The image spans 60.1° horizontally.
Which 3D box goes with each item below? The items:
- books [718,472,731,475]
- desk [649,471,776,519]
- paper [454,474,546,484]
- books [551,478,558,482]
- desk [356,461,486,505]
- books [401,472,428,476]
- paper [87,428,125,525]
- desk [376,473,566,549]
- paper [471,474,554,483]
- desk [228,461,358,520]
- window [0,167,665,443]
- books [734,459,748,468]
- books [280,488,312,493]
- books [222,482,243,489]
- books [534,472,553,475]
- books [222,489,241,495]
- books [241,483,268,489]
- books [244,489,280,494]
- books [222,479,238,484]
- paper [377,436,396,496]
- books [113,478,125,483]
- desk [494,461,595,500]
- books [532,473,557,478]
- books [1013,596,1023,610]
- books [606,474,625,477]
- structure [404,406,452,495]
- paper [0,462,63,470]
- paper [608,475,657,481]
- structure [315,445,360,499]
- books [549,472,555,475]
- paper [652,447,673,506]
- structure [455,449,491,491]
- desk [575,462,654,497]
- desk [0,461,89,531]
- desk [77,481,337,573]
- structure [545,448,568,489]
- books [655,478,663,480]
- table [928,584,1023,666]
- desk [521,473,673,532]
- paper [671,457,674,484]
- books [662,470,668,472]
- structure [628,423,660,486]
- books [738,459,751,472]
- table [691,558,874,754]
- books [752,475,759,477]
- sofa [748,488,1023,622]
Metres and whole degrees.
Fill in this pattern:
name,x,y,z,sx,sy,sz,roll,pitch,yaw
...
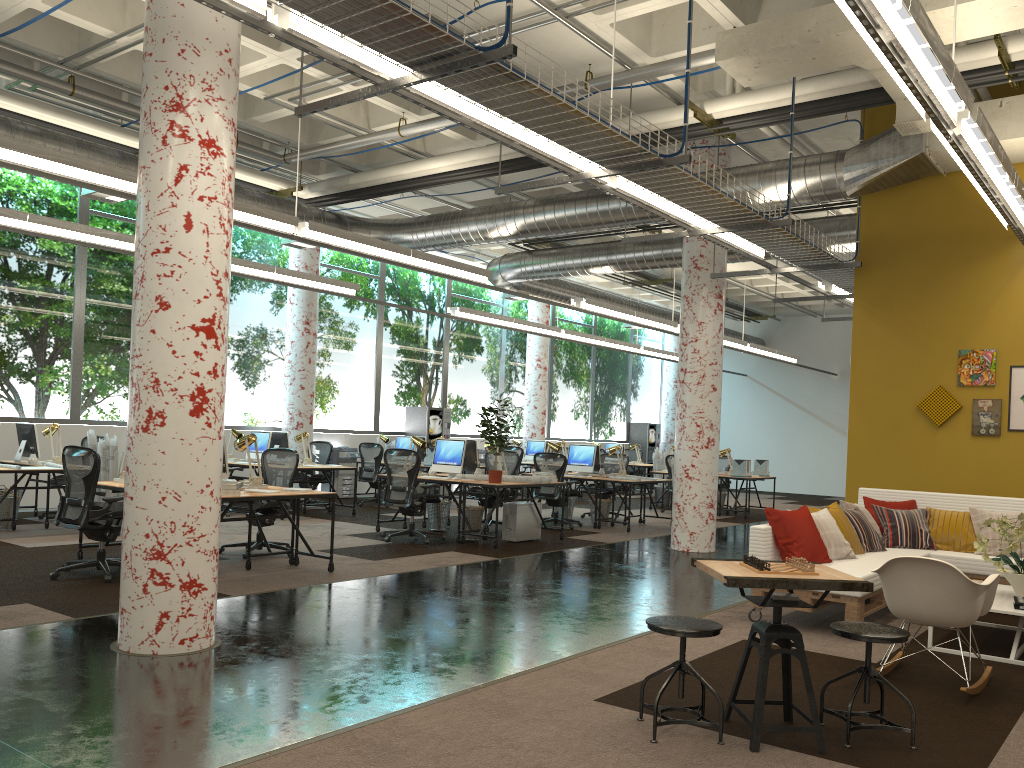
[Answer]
name,x,y,z,sx,sy,sz,roll,pitch,yaw
books,4.126,1.711,16.926,0.308,0.038,0.226,0,-4,37
desk,3.793,2.070,16.766,1.939,0.724,1.403,0,-3,37
paper,-0.161,1.133,10.660,1.133,0.082,0.083,2,-2,12
books,0.402,1.197,11.064,0.271,0.050,0.201,0,-4,35
desk,-1.642,1.794,15.884,1.939,0.724,1.403,0,-3,37
books,-1.255,1.144,11.271,0.308,0.038,0.226,0,-4,37
paper,-4.548,1.100,9.954,0.440,1.198,0.413,2,-1,15
desk,-0.522,1.548,11.115,1.939,0.724,1.403,0,-3,37
paper,-0.059,1.145,10.793,1.134,0.082,0.083,2,-2,2
desk,-3.527,1.574,13.394,1.939,0.724,1.403,0,-3,37
window,-3.265,-0.933,16.922,0.050,3.760,26.251,2,-3,37
books,4.120,1.518,15.953,0.233,0.310,0.068,1,-1,37
books,-1.948,0.960,8.003,0.200,0.024,0.236,2,-3,11
books,-2.373,0.848,7.414,0.193,0.044,0.257,3,-3,-5
books,0.397,1.119,11.080,0.185,0.030,0.153,0,-4,35
books,-2.390,0.894,7.391,0.200,0.050,0.271,4,-3,-25
books,-2.453,0.943,8.235,0.308,0.038,0.226,0,-4,37
books,-2.190,0.939,7.753,0.243,0.019,0.205,2,-3,15
books,-2.387,0.816,7.409,0.153,0.030,0.185,4,-3,-25
paper,-2.404,1.588,16.984,0.440,1.198,0.413,2,-1,15
books,-3.520,0.899,8.231,0.308,0.038,0.226,0,-4,37
desk,0.762,2.074,19.062,1.939,0.724,1.403,0,-3,37
books,0.406,1.151,11.092,0.193,0.044,0.257,5,-4,-35
books,3.454,1.442,5.756,0.333,0.048,0.280,1,-4,28
books,1.647,1.431,13.813,0.308,0.038,0.226,0,-4,37
structure,-1.761,1.395,18.454,0.637,1.810,0.751,2,-1,37
paper,-5.328,0.914,9.874,0.567,0.061,0.627,0,-4,35
paper,1.795,1.396,13.150,0.567,0.061,0.627,0,-4,35
structure,-3.251,1.599,16.507,0.503,1.057,1.060,2,-2,37
books,0.580,1.386,13.809,0.308,0.038,0.226,0,-4,37
paper,3.031,1.864,17.866,0.440,1.198,0.413,2,-1,15
structure,-0.847,1.879,19.684,0.503,1.057,1.060,2,-2,37
desk,2.721,2.303,21.651,1.939,0.724,1.403,0,-3,37
desk,-5.809,1.308,10.377,1.939,0.724,1.403,0,-3,37
desk,-2.787,1.303,8.076,1.939,0.724,1.403,0,-3,37
structure,1.112,2.108,22.274,0.503,1.057,1.060,2,-2,37
books,2.171,1.455,13.641,0.243,0.019,0.205,3,-3,-15
table,3.556,1.656,6.124,0.984,0.330,1.265,0,-4,37
desk,1.314,1.790,13.653,1.939,0.724,1.403,0,-3,37
paper,2.575,1.582,13.231,0.440,1.198,0.413,2,-1,15
books,3.059,1.666,16.922,0.308,0.038,0.226,0,-4,37
structure,3.869,2.052,25.896,0.637,1.810,0.751,2,-1,37
books,4.209,1.529,16.071,0.233,0.310,0.068,1,-1,37
table,1.187,1.225,4.035,0.626,0.759,0.616,2,-1,-3
books,4.498,1.712,16.518,0.200,0.024,0.236,2,-3,11
sofa,3.394,1.388,7.038,2.016,0.931,2.861,0,-4,37
